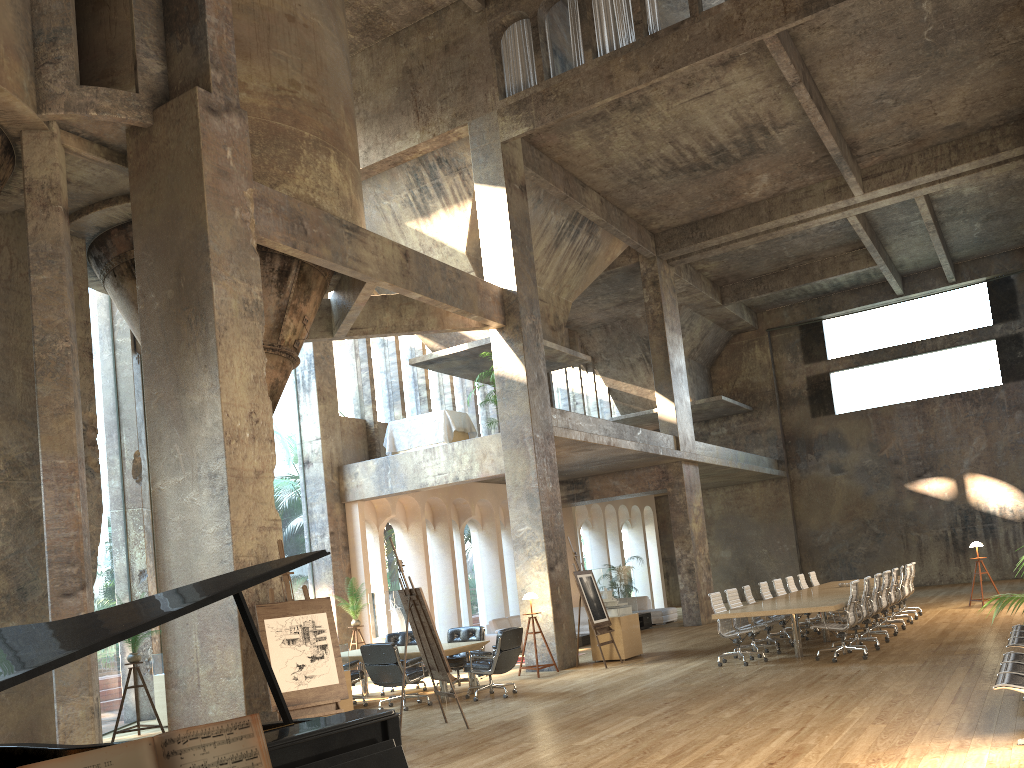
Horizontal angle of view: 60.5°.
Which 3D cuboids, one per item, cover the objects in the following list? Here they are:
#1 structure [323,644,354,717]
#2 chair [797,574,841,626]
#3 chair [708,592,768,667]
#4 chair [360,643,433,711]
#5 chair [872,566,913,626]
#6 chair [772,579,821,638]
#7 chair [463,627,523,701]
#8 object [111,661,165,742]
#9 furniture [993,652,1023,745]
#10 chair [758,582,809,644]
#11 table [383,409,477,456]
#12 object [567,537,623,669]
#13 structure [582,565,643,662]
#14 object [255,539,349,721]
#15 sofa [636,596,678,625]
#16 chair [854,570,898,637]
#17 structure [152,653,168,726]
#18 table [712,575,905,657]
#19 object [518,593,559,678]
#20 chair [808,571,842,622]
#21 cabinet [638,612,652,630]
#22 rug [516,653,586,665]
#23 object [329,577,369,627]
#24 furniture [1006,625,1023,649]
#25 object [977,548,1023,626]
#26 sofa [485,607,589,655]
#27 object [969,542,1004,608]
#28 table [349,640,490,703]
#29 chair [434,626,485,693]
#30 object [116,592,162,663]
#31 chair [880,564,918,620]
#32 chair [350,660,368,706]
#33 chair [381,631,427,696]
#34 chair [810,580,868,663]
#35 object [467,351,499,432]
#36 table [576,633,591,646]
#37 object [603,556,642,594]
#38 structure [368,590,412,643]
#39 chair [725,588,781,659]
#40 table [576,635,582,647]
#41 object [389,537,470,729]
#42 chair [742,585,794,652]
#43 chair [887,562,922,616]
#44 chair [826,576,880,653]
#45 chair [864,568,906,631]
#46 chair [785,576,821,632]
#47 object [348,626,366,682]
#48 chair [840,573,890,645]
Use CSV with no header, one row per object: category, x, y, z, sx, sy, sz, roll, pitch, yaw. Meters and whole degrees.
structure,-2.251,3.366,9.464,0.751,0.999,0.739,-11,-9,30
chair,5.952,4.172,17.050,0.707,1.010,0.668,-11,-9,34
chair,3.207,3.444,12.455,0.708,1.010,0.668,-12,-9,36
chair,-1.474,3.807,11.542,0.739,0.879,0.824,-12,-10,37
chair,6.724,3.782,15.665,0.706,1.010,0.669,-10,-8,30
chair,5.012,3.927,15.494,0.708,1.010,0.667,-12,-9,39
chair,-0.278,3.714,11.696,0.828,0.879,0.735,-10,-9,27
object,-4.870,4.098,11.399,0.656,0.958,0.581,-3,-8,-23
furniture,4.167,2.178,6.811,0.716,0.829,1.884,-11,-12,30
chair,4.553,3.809,14.743,0.708,1.010,0.668,-12,-9,36
table,-1.606,1.034,17.120,1.769,0.789,1.122,-13,-12,30
object,1.235,3.487,14.121,0.691,2.115,0.704,-9,-7,29
structure,1.709,3.878,14.871,0.600,1.525,0.746,-10,-7,30
object,-1.902,2.433,7.874,0.700,2.115,0.695,-2,-7,-33
sofa,3.140,5.916,22.863,2.091,0.710,1.078,-13,-12,30
chair,5.790,3.536,14.111,0.708,1.010,0.667,-12,-9,39
structure,-4.467,4.241,12.336,0.743,0.999,0.748,-11,-9,30
table,5.410,3.842,14.713,1.619,0.746,7.766,-12,-14,29
object,0.267,3.921,13.763,0.576,1.278,0.661,-10,-8,30
chair,6.446,4.300,17.860,0.708,1.010,0.668,-12,-9,36
cabinet,2.850,5.671,20.821,0.400,0.363,1.572,-11,-13,30
rug,0.022,5.184,16.466,2.491,0.009,1.355,-13,-14,30
object,-2.955,3.975,16.070,0.693,0.925,0.868,-9,-9,21
furniture,5.407,2.499,8.853,0.716,0.829,1.884,-11,-12,30
object,2.606,1.333,3.639,1.099,1.435,1.139,-9,-8,21
sofa,0.958,5.349,19.269,2.087,0.710,2.948,-13,-14,30
object,9.286,3.804,17.569,0.656,1.278,0.581,-3,-7,-26
table,-1.580,4.125,12.494,2.437,0.689,1.112,-13,-13,30
chair,-0.790,4.028,12.861,0.736,0.879,0.828,-10,-9,24
object,-4.879,3.128,11.333,0.869,0.926,0.691,-12,-9,33
chair,7.169,3.897,16.397,0.708,1.010,0.667,-12,-9,39
chair,-2.420,4.036,12.115,0.738,0.879,0.826,-11,-10,31
chair,-1.663,4.230,13.353,0.730,0.879,0.834,-7,-9,4
chair,1.981,3.758,13.251,13.098,1.015,31.715,-13,-14,29
object,-0.050,0.130,16.089,1.420,1.782,1.361,-12,-10,36
table,1.166,5.397,18.395,0.799,0.199,1.118,-13,-14,30
object,3.055,5.737,24.522,1.420,1.786,1.361,-12,-10,36
structure,-2.096,4.556,16.097,0.600,1.525,0.746,-10,-7,30
chair,3.626,3.567,13.212,0.708,1.010,0.667,-12,-9,39
table,0.972,5.326,18.082,0.869,0.243,0.372,-13,-12,30
object,-1.010,2.709,9.543,0.682,2.115,0.713,-3,-6,-27
chair,4.063,3.684,13.948,0.706,1.010,0.669,-10,-8,30
chair,7.593,4.020,17.151,0.708,1.010,0.668,-12,-9,36
chair,4.850,3.291,12.555,0.707,1.010,0.668,-11,-9,34
chair,6.250,3.654,14.862,0.708,1.010,0.668,-12,-9,36
chair,5.477,4.048,16.264,0.708,1.010,0.668,-12,-9,36
object,-2.799,4.891,15.962,0.657,0.958,0.580,-5,-7,-5
chair,5.325,3.415,13.341,0.708,1.010,0.668,-12,-9,36
